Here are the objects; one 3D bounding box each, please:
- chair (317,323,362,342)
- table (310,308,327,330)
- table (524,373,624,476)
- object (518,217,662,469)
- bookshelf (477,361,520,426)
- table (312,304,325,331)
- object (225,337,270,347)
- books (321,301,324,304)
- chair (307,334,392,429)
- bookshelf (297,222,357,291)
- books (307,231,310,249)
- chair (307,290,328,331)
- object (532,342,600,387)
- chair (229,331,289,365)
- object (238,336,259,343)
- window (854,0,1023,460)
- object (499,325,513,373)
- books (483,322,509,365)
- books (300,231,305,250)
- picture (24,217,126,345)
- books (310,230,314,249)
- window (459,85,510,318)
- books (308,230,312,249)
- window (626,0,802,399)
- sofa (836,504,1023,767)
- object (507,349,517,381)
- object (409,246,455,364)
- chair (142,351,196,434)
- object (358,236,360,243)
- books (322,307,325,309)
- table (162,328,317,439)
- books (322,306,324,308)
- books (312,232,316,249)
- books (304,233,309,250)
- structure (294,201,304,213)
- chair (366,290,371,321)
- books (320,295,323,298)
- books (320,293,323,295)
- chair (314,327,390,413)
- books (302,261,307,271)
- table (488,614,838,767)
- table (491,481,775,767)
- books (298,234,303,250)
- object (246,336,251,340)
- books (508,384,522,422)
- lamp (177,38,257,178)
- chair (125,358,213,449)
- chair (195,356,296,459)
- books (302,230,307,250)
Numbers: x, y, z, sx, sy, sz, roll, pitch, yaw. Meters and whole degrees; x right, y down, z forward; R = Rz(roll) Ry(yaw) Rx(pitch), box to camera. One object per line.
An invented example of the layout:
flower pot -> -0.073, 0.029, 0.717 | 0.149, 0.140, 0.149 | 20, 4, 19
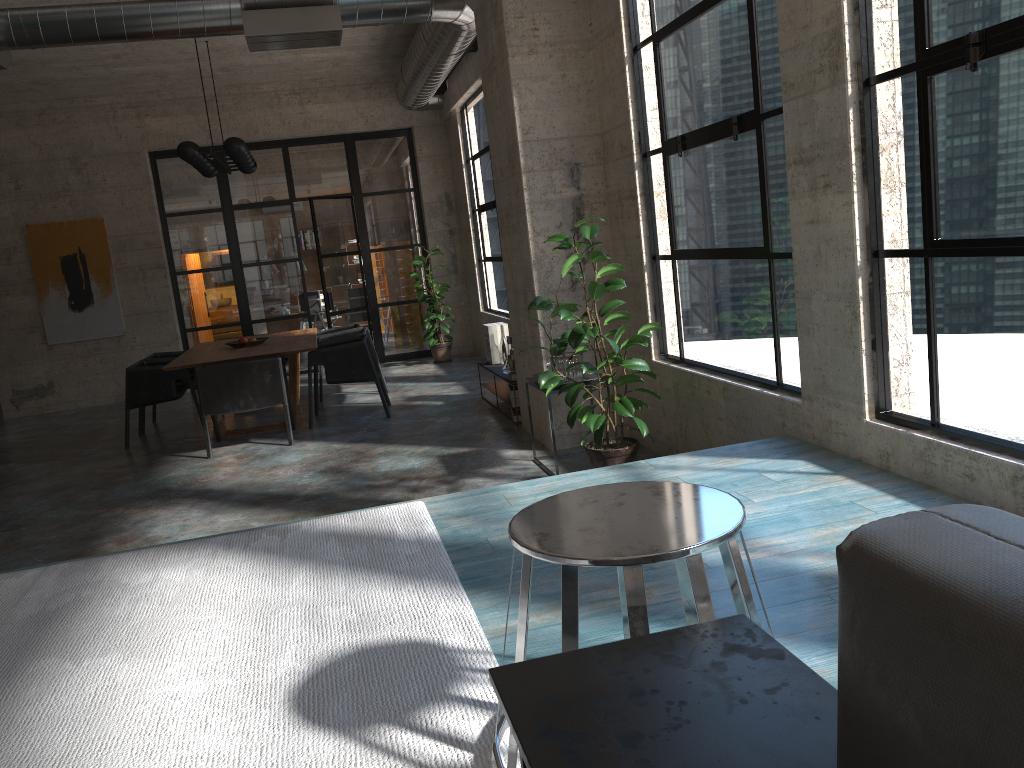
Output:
chair -> -1.891, -0.270, 9.980 | 0.754, 0.738, 0.707 | -9, 9, -11
table -> -2.524, -0.916, 14.477 | 1.800, 0.721, 0.800 | -9, 9, -11
table -> 0.398, 0.244, 5.685 | 0.450, 0.563, 0.600 | -9, 9, -11
object -> 0.481, -0.149, 4.998 | 0.886, 1.552, 0.514 | -11, 10, -24
bookshelf -> 0.024, 0.037, 7.906 | 0.350, 0.347, 1.600 | -9, 9, -11
table -> -3.136, -1.133, 16.259 | 1.800, 0.721, 0.800 | -9, 9, -11
object -> -2.612, -0.421, 8.748 | 0.435, 0.079, 0.435 | -3, 10, 25
books -> -3.988, -1.612, 17.953 | 0.379, 0.064, 0.244 | -11, 10, -24
chair -> -1.566, -0.050, 8.390 | 0.754, 0.738, 0.707 | -8, 9, -6
bookshelf -> -3.541, -2.108, 17.981 | 3.034, 2.179, 0.366 | -9, 9, -11
books -> -4.076, -2.876, 17.777 | 0.021, 0.355, 0.272 | -9, 9, -11
chair -> -3.392, -1.130, 15.507 | 0.653, 1.015, 0.684 | -3, 10, 22
object -> 0.328, -0.145, 5.571 | 0.327, 0.253, 0.546 | -9, 9, -11
chair -> -2.862, -0.189, 10.189 | 0.707, 0.738, 0.754 | -9, 9, -11
object -> -2.599, -0.433, 8.726 | 0.100, 0.097, 0.219 | -1, 11, 32
window -> 1.486, -0.989, 2.408 | 0.081, 2.530, 1.780 | -9, 9, -11
object -> -0.015, -0.323, 7.912 | 0.199, 0.365, 0.703 | -7, 9, 0
books -> -0.140, -0.390, 8.424 | 0.191, 0.362, 0.277 | -9, 9, -11
books -> -4.193, -2.870, 17.741 | 0.036, 0.379, 0.244 | -9, 9, -11
picture -> -5.484, -1.296, 11.161 | 0.928, 1.494, 0.029 | -9, 9, -11
books -> -4.013, -2.899, 17.788 | 0.036, 0.379, 0.244 | -9, 9, -11
window -> -0.958, -2.470, 13.317 | 0.081, 2.530, 7.902 | -9, 9, -11
books -> -4.052, -2.895, 17.794 | 0.036, 0.379, 0.244 | -9, 9, -11
window -> 0.999, -1.284, 4.579 | 0.081, 2.530, 1.780 | -9, 9, -11
sofa -> 0.436, 0.603, 0.176 | 1.019, 0.680, 2.063 | -9, 9, -11
object -> 0.070, -0.224, 7.341 | 0.248, 0.333, 0.415 | -3, 10, 24
object -> -1.038, -1.046, 11.639 | 0.514, 1.552, 0.886 | -9, 9, -14
chair -> -3.474, 0.039, 9.233 | 0.754, 0.738, 0.707 | -9, 9, -11
object -> -3.018, -2.963, 17.937 | 0.189, 0.230, 0.190 | -1, 11, 33
books -> -3.984, -1.493, 17.966 | 0.379, 0.064, 0.244 | -10, 10, -17
table -> -2.549, -0.018, 8.846 | 1.299, 0.756, 2.410 | -9, 9, -11
books -> -3.996, -1.554, 17.975 | 0.362, 0.055, 0.282 | -8, 9, -9
books -> -3.964, -2.878, 17.796 | 0.055, 0.326, 0.255 | -9, 9, -11
books -> -4.108, -2.855, 17.757 | 0.055, 0.326, 0.255 | -9, 9, -11
structure -> -4.597, -3.513, 17.738 | 0.812, 0.218, 0.200 | -9, 9, -11
chair -> -2.414, -1.019, 14.110 | 0.653, 1.015, 0.684 | -9, 9, -12
books -> -4.011, -1.752, 17.948 | 0.379, 0.064, 0.244 | -10, 10, -17
books -> -4.020, -1.801, 17.935 | 0.379, 0.036, 0.244 | -9, 9, -11
chair -> -1.701, -0.169, 9.218 | 0.754, 0.738, 0.707 | -8, 9, -6
books -> -4.209, -2.417, 17.804 | 0.158, 0.326, 0.255 | -9, 9, -11
table -> 0.234, 0.616, 1.209 | 0.420, 0.390, 0.413 | -9, 9, -11
table -> 0.240, 0.483, 1.730 | 0.620, 0.472, 0.620 | -8, 9, -9
books -> -4.240, -2.839, 17.756 | 0.055, 0.326, 0.255 | -9, 9, -11
object -> -2.596, -0.439, 8.798 | 0.088, 0.082, 0.110 | -2, 10, 28
books -> 0.123, 0.138, 7.395 | 0.274, 0.263, 0.393 | -7, 9, -2
lamp -> -2.856, -2.716, 8.404 | 0.583, 1.327, 1.813 | -9, 9, -11
chair -> -3.324, 0.136, 8.522 | 0.754, 0.738, 0.707 | -9, 9, -11
chair -> -2.285, 0.155, 7.651 | 0.707, 0.738, 0.754 | -9, 9, -11
books -> -4.160, -2.877, 17.758 | 0.036, 0.379, 0.244 | -9, 9, -11
